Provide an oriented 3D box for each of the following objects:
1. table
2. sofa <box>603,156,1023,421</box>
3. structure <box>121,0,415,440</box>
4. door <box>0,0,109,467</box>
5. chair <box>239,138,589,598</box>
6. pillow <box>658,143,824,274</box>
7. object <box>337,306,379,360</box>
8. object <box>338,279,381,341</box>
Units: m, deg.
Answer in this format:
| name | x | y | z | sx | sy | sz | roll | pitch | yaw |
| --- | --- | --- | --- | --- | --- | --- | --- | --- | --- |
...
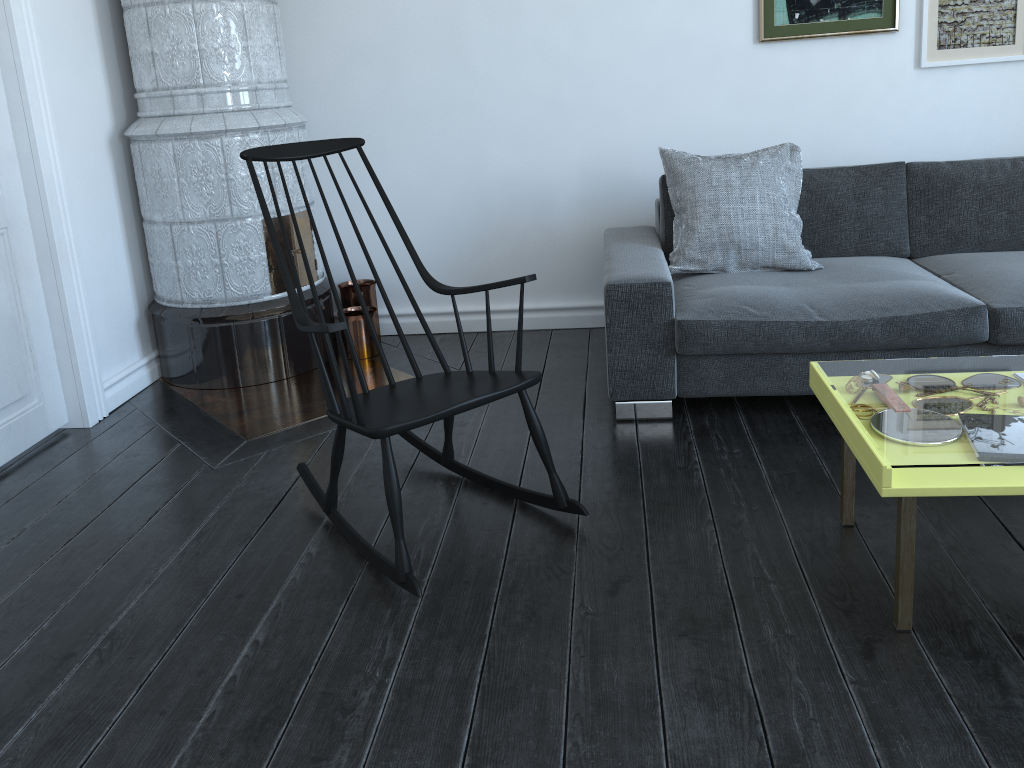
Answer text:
| name | x | y | z | sx | sy | sz | roll | pitch | yaw |
| --- | --- | --- | --- | --- | --- | --- | --- | --- | --- |
| table | 1.425 | 0.215 | 1.884 | 1.399 | 0.389 | 0.619 | -2 | 18 | 7 |
| sofa | 1.527 | -0.418 | 3.200 | 2.371 | 0.704 | 1.118 | -2 | 18 | 7 |
| structure | -1.100 | -1.417 | 3.404 | 0.789 | 2.813 | 1.287 | -14 | 18 | -36 |
| door | -1.736 | -0.848 | 2.517 | 0.116 | 2.408 | 1.203 | -3 | 15 | 7 |
| chair | -0.320 | -0.134 | 2.351 | 0.621 | 0.978 | 0.919 | -15 | 20 | -36 |
| pillow | 1.587 | -0.680 | 3.243 | 2.053 | 0.479 | 0.493 | 0 | 17 | 11 |
| object | -0.669 | -0.224 | 3.863 | 0.174 | 0.194 | 0.177 | -5 | 16 | -3 |
| object | -0.694 | -0.323 | 4.032 | 0.173 | 0.273 | 0.181 | -2 | 15 | 7 |
